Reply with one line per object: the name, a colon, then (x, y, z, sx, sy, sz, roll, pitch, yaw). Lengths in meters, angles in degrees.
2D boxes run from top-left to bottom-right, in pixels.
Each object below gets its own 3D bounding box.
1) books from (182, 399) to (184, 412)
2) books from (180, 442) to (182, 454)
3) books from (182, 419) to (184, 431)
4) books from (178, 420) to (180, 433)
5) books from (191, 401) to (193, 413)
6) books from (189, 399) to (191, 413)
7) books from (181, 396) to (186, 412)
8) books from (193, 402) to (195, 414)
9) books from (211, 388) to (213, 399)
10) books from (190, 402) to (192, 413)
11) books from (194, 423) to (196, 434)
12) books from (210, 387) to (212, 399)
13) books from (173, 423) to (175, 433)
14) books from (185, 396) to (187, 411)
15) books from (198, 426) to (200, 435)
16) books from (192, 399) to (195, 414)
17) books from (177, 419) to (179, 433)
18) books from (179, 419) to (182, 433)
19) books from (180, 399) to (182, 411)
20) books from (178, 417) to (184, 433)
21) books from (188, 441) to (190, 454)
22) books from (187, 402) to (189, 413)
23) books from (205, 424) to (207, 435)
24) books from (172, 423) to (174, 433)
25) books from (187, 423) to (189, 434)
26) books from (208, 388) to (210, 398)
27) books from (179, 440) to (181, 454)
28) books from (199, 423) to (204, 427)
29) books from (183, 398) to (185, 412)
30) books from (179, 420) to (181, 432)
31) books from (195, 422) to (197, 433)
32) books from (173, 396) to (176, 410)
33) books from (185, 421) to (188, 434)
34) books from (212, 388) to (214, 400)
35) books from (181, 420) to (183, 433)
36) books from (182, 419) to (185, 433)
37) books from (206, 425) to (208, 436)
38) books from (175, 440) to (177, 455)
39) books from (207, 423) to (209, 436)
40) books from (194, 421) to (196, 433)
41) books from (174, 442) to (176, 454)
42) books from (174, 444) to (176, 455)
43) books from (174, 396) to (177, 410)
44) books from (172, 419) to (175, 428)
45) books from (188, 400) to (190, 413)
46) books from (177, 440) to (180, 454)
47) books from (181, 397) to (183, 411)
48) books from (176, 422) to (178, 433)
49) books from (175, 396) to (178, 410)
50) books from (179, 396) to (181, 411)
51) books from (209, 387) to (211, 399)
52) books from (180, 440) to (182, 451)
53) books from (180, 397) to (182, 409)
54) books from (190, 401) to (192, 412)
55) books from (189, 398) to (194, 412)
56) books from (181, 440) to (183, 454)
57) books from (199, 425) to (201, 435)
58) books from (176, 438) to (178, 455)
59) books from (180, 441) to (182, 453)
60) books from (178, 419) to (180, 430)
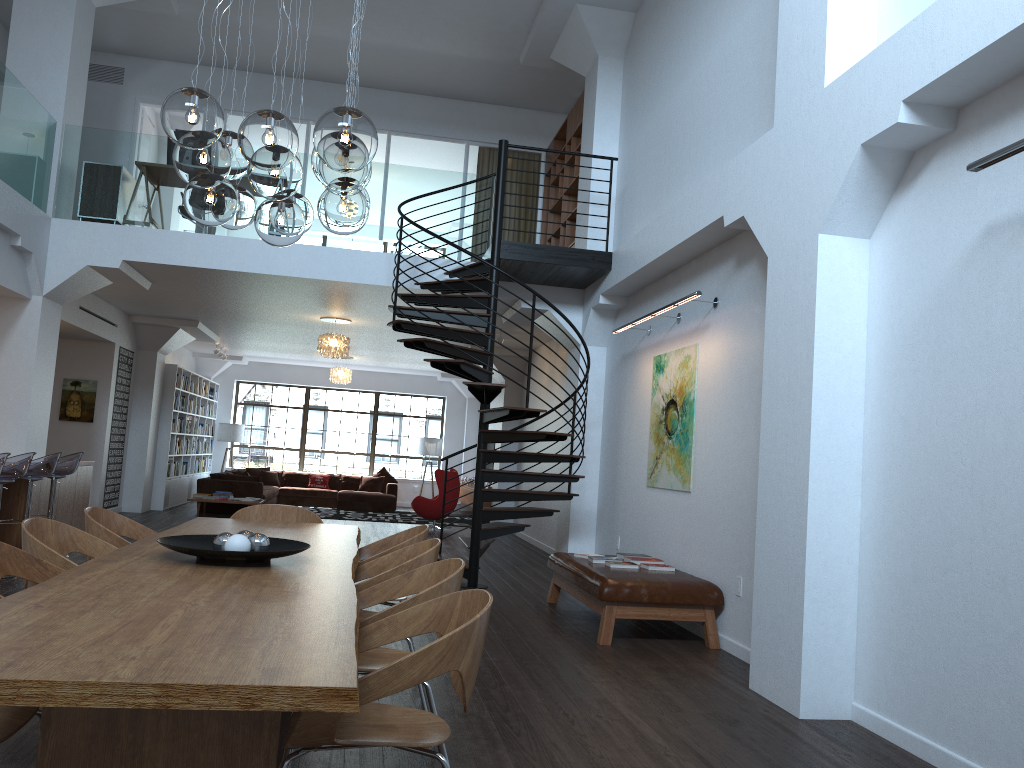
books: (-5.866, 0.372, 15.595, 0.161, 0.223, 0.032, 5, -5, -9)
books: (-5.959, 1.120, 15.750, 0.160, 0.250, 0.026, 5, -5, -9)
books: (-5.915, 0.741, 15.682, 0.182, 0.253, 0.034, 5, -5, -9)
books: (-5.863, 0.737, 15.417, 0.161, 0.223, 0.027, 5, -5, -9)
books: (-6.007, 0.423, 16.416, 0.174, 0.239, 0.045, 5, -5, -9)
books: (-5.963, 0.399, 16.172, 0.182, 0.253, 0.034, 5, -5, -9)
books: (-5.919, 0.353, 15.781, 0.198, 0.284, 0.049, 5, -5, -9)
books: (-6.038, 0.434, 16.624, 0.159, 0.250, 0.026, 5, -5, -9)
books: (-6.345, 0.197, 18.503, 0.183, 0.253, 0.042, 5, -5, -9)
books: (-6.001, 0.416, 16.365, 0.170, 0.245, 0.057, 5, -5, -9)
books: (-6.114, 0.845, 16.883, 0.161, 0.223, 0.030, 5, -5, -9)
books: (-6.327, 0.187, 18.374, 0.183, 0.253, 0.042, 5, -5, -9)
books: (-5.772, 0.736, 14.999, 0.107, 0.167, 0.017, 5, -5, -9)
books: (-5.911, 0.356, 15.835, 0.176, 0.291, 0.053, 5, -5, -9)
books: (-6.184, 0.909, 17.348, 0.120, 0.167, 0.019, 5, -5, -9)
books: (-6.039, 0.410, 16.551, 0.197, 0.283, 0.065, 5, -5, -9)
books: (-5.846, 0.720, 15.300, 0.174, 0.239, 0.045, 5, -5, -9)
books: (-5.886, 0.731, 15.545, 0.182, 0.253, 0.034, 5, -5, -9)
books: (-5.857, 0.352, 15.486, 0.171, 0.246, 0.039, 5, -5, -9)
books: (-5.930, 0.730, 15.778, 0.176, 0.294, 0.102, 5, -5, -9)
books: (-6.083, 1.169, 16.450, 0.183, 0.253, 0.034, 5, -5, -10)
books: (-5.928, 0.387, 16.002, 0.182, 0.253, 0.034, 5, -5, -9)
books: (-6.316, 0.920, 18.031, 0.174, 0.240, 0.054, 5, -5, -9)
books: (-5.770, 0.733, 14.947, 0.120, 0.167, 0.020, 5, -5, -9)
books: (-6.013, 0.808, 16.274, 0.161, 0.207, 0.135, 5, -5, -10)
books: (-6.267, 0.185, 18.130, 0.161, 0.223, 0.032, 5, -5, -9)
books: (-5.936, 1.108, 15.612, 0.183, 0.253, 0.034, 5, -5, -9)
books: (-6.268, 0.908, 17.794, 0.140, 0.231, 0.042, 5, -5, -9)
books: (-5.883, 0.369, 15.670, 0.174, 0.240, 0.054, 5, -5, -9)
books: (-5.884, 0.737, 15.474, 0.167, 0.230, 0.037, 5, -5, -9)
books: (-6.142, 0.840, 16.983, 0.171, 0.246, 0.036, 5, -5, -9)
books: (-5.736, 0.315, 14.869, 0.152, 0.232, 0.104, 5, -5, -9)
books: (-5.974, 0.774, 16.046, 0.174, 0.240, 0.054, 5, -5, -9)
books: (-6.362, 0.203, 18.589, 0.183, 0.253, 0.042, 5, -5, -9)
books: (-5.902, 0.745, 15.643, 0.174, 0.239, 0.045, 5, -5, -9)
books: (-5.910, 0.744, 15.717, 0.182, 0.253, 0.034, 5, -5, -9)
books: (-6.372, 0.929, 18.291, 0.180, 0.259, 0.042, 5, -5, -9)
books: (-5.888, 1.090, 15.325, 0.171, 0.246, 0.057, 5, -5, -9)
books: (-6.381, 0.939, 18.376, 0.183, 0.253, 0.042, 5, -5, -9)
books: (-6.106, 0.825, 16.814, 0.174, 0.251, 0.051, 5, -5, -9)
books: (-5.845, 1.056, 15.196, 0.140, 0.298, 0.044, 5, -5, -9)
books: (-5.862, 1.104, 15.237, 0.144, 0.207, 0.048, 5, -5, -9)
books: (-5.739, 0.316, 14.901, 0.172, 0.235, 0.112, 5, -5, -9)
books: (-5.792, 0.705, 15.032, 0.140, 0.231, 0.042, 5, -5, -9)
books: (-5.945, 0.398, 16.073, 0.174, 0.239, 0.045, 5, -5, -9)
books: (-5.920, 1.106, 15.531, 0.171, 0.246, 0.057, 5, -5, -9)
books: (-5.873, 0.353, 15.558, 0.183, 0.253, 0.042, 5, -5, -9)
books: (-5.837, 0.689, 15.226, 0.176, 0.290, 0.053, 5, -5, -9)
books: (-5.757, 0.318, 14.982, 0.174, 0.242, 0.105, 5, -5, -9)
books: (-5.829, 0.336, 15.324, 0.183, 0.253, 0.042, 5, -5, -9)
books: (-6.305, 0.177, 18.245, 0.183, 0.253, 0.042, 5, -5, -9)
books: (-5.938, 1.111, 15.645, 0.183, 0.253, 0.034, 5, -5, -9)
books: (-5.853, 0.347, 15.447, 0.160, 0.251, 0.039, 5, -5, -9)
books: (-5.984, 0.423, 16.299, 0.161, 0.223, 0.027, 5, -5, -9)
books: (-6.024, 0.403, 16.492, 0.176, 0.290, 0.053, 5, -5, -9)
books: (-5.961, 1.120, 15.779, 0.183, 0.253, 0.034, 5, -5, -9)
books: (-6.211, 0.904, 17.470, 0.139, 0.191, 0.036, 5, -5, -9)
books: (-5.903, 1.074, 15.408, 0.176, 0.290, 0.053, 5, -5, -9)
books: (-5.948, 1.113, 15.677, 0.183, 0.253, 0.034, 5, -5, -9)
books: (-5.858, 0.720, 15.350, 0.170, 0.245, 0.057, 5, -5, -9)
